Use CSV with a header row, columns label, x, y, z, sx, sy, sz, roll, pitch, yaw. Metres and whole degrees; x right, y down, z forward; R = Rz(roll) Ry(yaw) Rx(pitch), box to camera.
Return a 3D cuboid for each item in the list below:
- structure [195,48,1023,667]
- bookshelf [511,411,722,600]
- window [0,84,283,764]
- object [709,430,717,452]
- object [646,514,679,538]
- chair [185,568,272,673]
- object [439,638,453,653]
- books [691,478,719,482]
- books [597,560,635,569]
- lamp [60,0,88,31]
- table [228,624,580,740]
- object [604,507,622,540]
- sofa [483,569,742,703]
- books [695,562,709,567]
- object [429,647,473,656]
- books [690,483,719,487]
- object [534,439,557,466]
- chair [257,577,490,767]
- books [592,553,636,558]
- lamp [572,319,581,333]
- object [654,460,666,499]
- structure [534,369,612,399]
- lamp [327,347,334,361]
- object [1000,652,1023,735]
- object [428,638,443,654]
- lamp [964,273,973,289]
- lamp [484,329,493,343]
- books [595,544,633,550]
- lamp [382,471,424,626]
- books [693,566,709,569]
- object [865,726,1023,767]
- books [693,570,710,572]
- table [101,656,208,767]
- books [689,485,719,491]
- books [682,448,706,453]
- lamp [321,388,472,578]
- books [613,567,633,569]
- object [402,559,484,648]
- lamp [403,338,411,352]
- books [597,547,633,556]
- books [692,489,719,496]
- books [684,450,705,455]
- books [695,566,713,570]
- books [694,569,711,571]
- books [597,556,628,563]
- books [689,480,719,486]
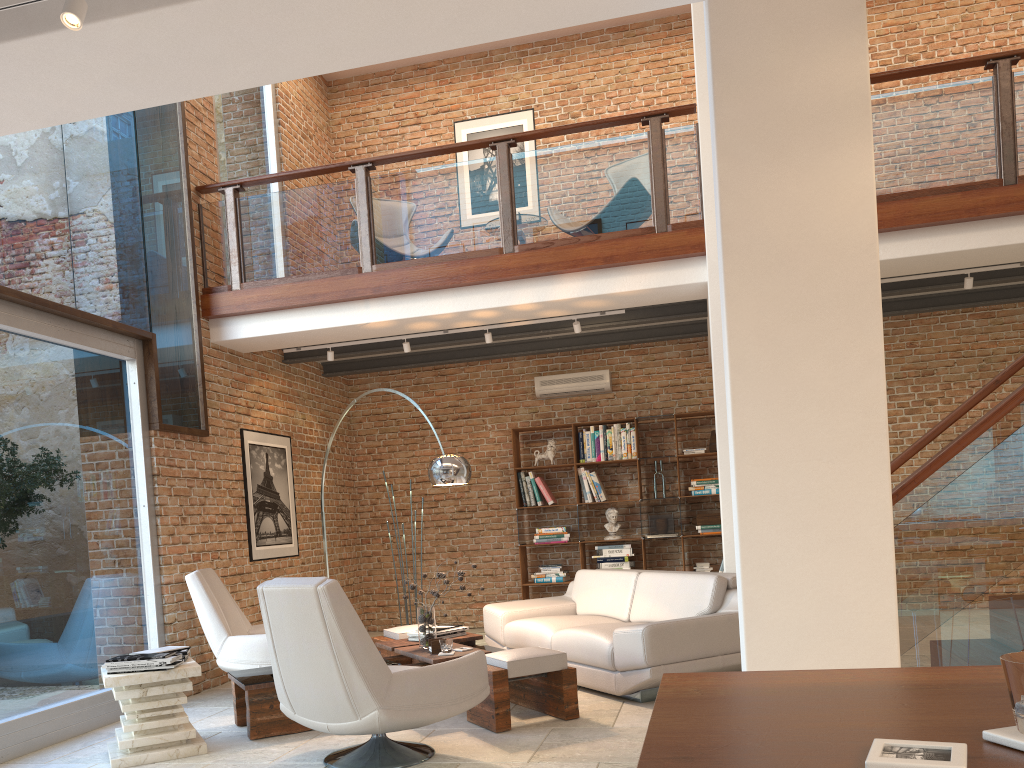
label,x,y,z,sx,sy,sz,roll,pitch,yaw
structure,1.360,-0.594,2.329,10.185,4.101,13.972,-5,-8,12
bookshelf,1.578,1.446,9.178,3.043,2.190,0.364,-5,1,13
window,-3.848,-1.256,2.951,0.649,6.336,12.433,-3,-6,12
object,2.124,0.591,8.973,0.193,0.231,0.195,-2,-3,-30
object,1.577,1.491,9.163,0.337,0.231,0.285,-5,-5,13
chair,-1.878,1.856,6.556,0.983,0.991,1.036,-4,-4,-3
object,-0.412,1.648,5.485,0.091,0.084,0.092,-2,-5,-28
books,2.046,0.998,9.074,0.356,0.020,0.274,-5,-9,11
books,1.109,1.928,9.309,0.379,0.064,0.247,-4,-8,-1
lamp,-1.295,-1.108,2.578,0.061,0.128,0.086,-4,-2,15
table,-0.817,1.951,5.806,1.965,0.425,2.237,0,-9,-26
object,1.069,1.490,9.304,0.197,0.348,0.193,-4,-1,28
sofa,0.773,1.789,6.477,1.140,0.748,2.362,-1,-8,-27
books,1.995,1.891,9.135,0.133,0.033,0.208,-5,-9,7
object,-0.375,1.695,5.563,0.270,0.034,0.252,-1,-9,-15
books,2.048,1.052,9.064,0.380,0.018,0.247,-5,-9,5
object,0.360,0.739,9.385,0.253,0.281,0.130,-5,-1,21
chair,-0.784,1.461,4.489,1.034,1.009,0.973,-6,-4,29
books,1.092,1.831,9.310,0.446,0.020,0.274,-6,-9,13
lamp,0.548,-0.488,7.345,0.061,0.115,0.095,-4,-3,19
object,1.542,0.999,9.129,0.122,0.397,0.062,-4,1,15
structure,0.665,0.006,9.457,0.815,0.218,0.201,-6,-4,13
lamp,-1.630,-0.262,7.833,0.059,0.128,0.087,-4,-2,-18
object,0.584,0.339,0.947,0.092,0.084,0.091,-6,-5,27
object,-0.482,1.686,5.613,0.094,0.081,0.116,-3,-5,-15
lamp,3.488,-0.780,6.661,0.061,0.128,0.086,-4,-2,15
lamp,-0.202,-0.406,7.508,0.061,0.128,0.086,-4,-2,15
books,1.093,1.739,9.319,0.381,0.036,0.246,-6,-9,13
lamp,-1.097,1.803,9.132,0.417,1.811,0.200,-4,2,-17
books,1.983,1.917,9.135,0.163,0.017,0.254,-6,-9,12
object,0.575,0.372,0.917,0.397,0.034,0.199,-6,-9,17
books,1.986,1.961,9.136,0.162,0.017,0.254,-5,-9,7
table,-2.065,1.873,5.015,0.493,0.501,0.500,-2,-4,-27
books,2.037,1.082,9.079,0.381,0.036,0.246,-6,-9,13
books,1.884,0.690,9.041,0.237,0.018,0.172,-5,-9,6
lamp,-0.985,1.204,7.037,0.317,2.335,2.051,-5,-1,-41
books,1.105,1.991,9.329,0.363,0.055,0.285,-6,-9,15
object,-0.445,1.462,5.858,0.540,0.604,0.319,-3,-1,-16
lamp,-0.927,-0.337,7.674,0.061,0.120,0.086,-4,-2,15
books,1.101,1.790,9.324,0.380,0.064,0.247,-5,-8,7
books,2.058,1.125,9.067,0.328,0.055,0.256,-7,-9,22
books,1.890,0.715,9.034,0.206,0.033,0.133,-6,-8,13
books,2.006,1.934,9.141,0.171,0.018,0.239,-5,-9,5
books,1.999,1.947,9.136,0.156,0.008,0.245,-5,-9,7
books,1.075,1.869,9.303,0.327,0.055,0.257,-5,-8,7
books,2.046,1.024,9.055,0.380,0.036,0.247,-5,-9,6
